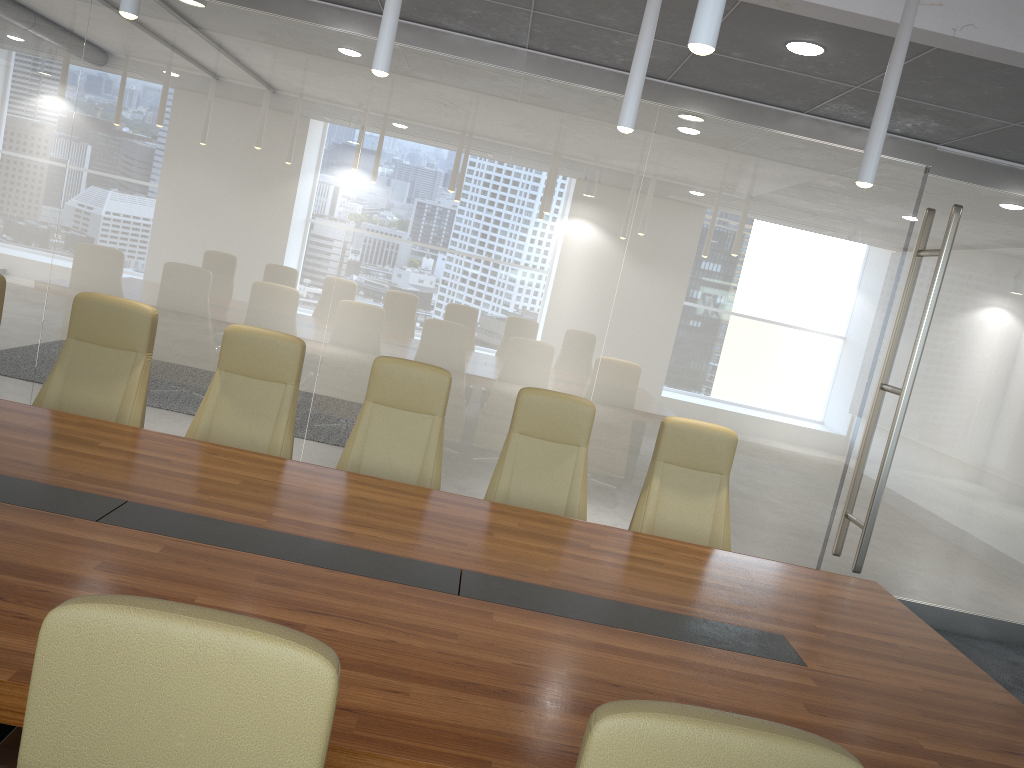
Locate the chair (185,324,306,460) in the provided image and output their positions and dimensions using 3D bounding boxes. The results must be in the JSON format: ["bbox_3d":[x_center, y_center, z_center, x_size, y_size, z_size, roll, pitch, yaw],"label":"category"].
[{"bbox_3d":[-1.442,0.448,4.366,0.711,1.406,0.955,12,7,-3],"label":"chair"}]

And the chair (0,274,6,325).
[{"bbox_3d":[-3.009,0.110,4.294,0.711,1.406,0.955,12,7,-3],"label":"chair"}]

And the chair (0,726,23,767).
[{"bbox_3d":[-1.401,0.790,1.786,0.711,1.406,0.955,12,7,-3],"label":"chair"}]

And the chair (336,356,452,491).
[{"bbox_3d":[-0.661,0.616,4.402,0.711,1.406,0.955,12,7,-3],"label":"chair"}]

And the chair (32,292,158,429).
[{"bbox_3d":[-2.219,0.281,4.330,0.711,1.406,0.955,12,7,-3],"label":"chair"}]

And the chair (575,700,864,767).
[{"bbox_3d":[0.174,1.129,1.859,0.711,1.406,0.955,12,7,-3],"label":"chair"}]

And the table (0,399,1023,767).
[{"bbox_3d":[-1.468,0.868,3.103,6.500,0.895,2.300,12,7,-3],"label":"table"}]

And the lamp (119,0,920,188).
[{"bbox_3d":[-0.748,-2.387,2.683,7.258,2.378,2.619,12,7,-3],"label":"lamp"}]

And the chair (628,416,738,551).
[{"bbox_3d":[0.910,0.946,4.543,0.711,1.406,0.955,12,7,-3],"label":"chair"}]

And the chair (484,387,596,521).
[{"bbox_3d":[0.116,0.784,4.438,0.711,1.406,0.955,12,7,-3],"label":"chair"}]

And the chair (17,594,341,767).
[{"bbox_3d":[-0.616,0.959,1.822,0.711,1.406,0.955,12,7,-3],"label":"chair"}]
